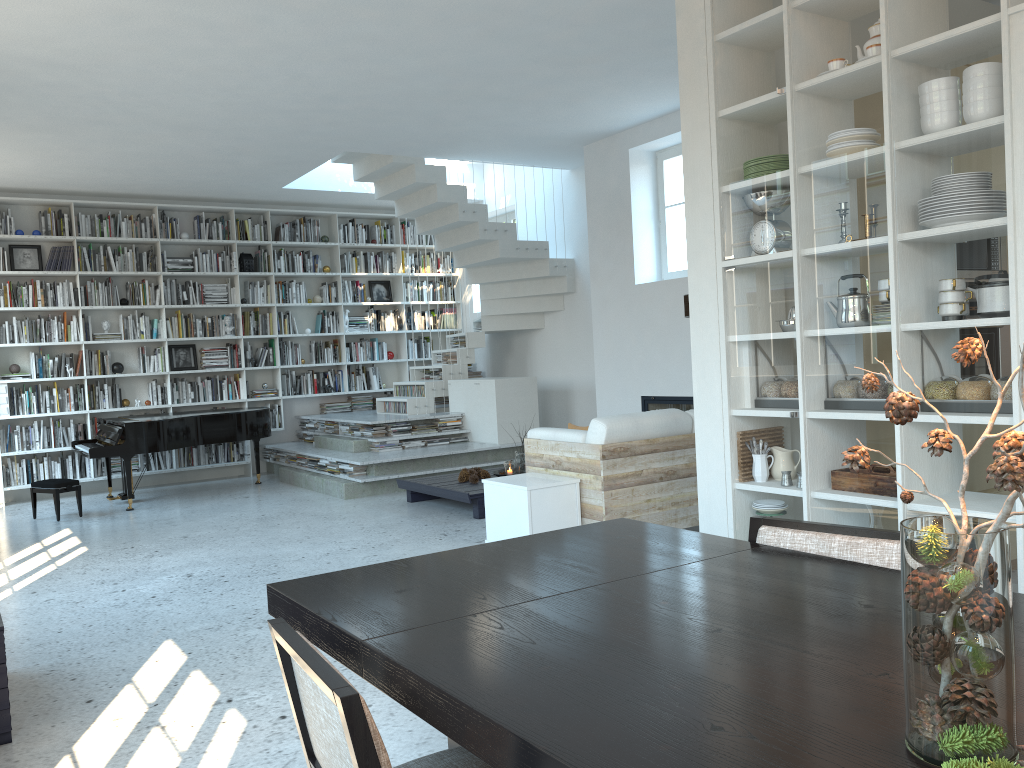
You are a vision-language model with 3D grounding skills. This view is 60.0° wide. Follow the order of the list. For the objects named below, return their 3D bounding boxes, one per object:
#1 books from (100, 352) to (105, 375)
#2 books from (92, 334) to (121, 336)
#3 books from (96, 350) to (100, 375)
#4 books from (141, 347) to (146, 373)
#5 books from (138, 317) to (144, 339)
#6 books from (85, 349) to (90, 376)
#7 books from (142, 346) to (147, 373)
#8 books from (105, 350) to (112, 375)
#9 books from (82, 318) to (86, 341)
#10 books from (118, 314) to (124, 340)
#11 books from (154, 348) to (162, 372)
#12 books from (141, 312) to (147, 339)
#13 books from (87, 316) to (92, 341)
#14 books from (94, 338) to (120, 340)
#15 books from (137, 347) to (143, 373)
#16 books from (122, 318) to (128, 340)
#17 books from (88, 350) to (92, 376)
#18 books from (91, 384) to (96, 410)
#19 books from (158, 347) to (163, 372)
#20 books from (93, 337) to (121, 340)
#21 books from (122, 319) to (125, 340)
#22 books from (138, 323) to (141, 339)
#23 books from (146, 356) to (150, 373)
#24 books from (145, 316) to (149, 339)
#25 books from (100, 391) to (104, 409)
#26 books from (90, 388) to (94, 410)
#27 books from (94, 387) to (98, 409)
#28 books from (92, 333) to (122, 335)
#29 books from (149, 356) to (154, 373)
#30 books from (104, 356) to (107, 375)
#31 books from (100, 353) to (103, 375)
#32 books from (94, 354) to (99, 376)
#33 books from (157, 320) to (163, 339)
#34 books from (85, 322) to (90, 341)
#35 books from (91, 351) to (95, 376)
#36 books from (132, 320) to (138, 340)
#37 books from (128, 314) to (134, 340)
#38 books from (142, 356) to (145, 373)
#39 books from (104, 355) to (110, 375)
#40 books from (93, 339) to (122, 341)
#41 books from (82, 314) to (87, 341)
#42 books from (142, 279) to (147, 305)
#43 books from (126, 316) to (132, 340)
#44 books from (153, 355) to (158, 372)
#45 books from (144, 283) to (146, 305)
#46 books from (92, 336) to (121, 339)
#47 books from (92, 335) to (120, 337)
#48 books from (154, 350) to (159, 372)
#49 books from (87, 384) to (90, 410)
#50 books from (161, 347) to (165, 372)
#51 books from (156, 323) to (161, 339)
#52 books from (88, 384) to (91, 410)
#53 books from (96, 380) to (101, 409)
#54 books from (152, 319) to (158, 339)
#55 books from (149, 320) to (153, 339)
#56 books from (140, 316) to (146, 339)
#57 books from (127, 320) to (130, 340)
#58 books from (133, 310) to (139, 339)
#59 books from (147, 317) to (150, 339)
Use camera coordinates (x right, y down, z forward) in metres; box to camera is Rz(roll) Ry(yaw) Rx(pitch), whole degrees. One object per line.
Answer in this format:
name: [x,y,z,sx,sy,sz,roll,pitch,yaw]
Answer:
books: [-4.474,-0.219,9.676,0.028,0.248,0.142,-5,3,-33]
books: [-4.433,-0.533,9.685,0.285,0.012,0.159,-4,2,-31]
books: [-4.490,-0.230,9.622,0.026,0.274,0.190,-5,3,-33]
books: [-4.115,-0.268,9.897,0.011,0.292,0.156,-5,3,-33]
books: [-4.131,-0.612,9.867,0.028,0.247,0.170,-5,3,-33]
books: [-4.595,-0.228,9.578,0.025,0.284,0.145,-5,3,-33]
books: [-4.104,-0.272,9.900,0.012,0.298,0.166,-5,3,-33]
books: [-4.414,-0.233,9.705,0.028,0.266,0.144,-5,3,-33]
books: [-4.627,-0.580,9.559,0.024,0.257,0.134,-5,3,-33]
books: [-4.300,-0.618,9.757,0.012,0.285,0.159,-5,3,-33]
books: [-3.980,-0.267,9.971,0.027,0.269,0.178,-5,3,-33]
books: [-4.105,-0.641,9.881,0.011,0.301,0.178,-5,3,-33]
books: [-4.572,-0.595,9.596,0.021,0.278,0.136,-5,3,-33]
books: [-4.433,-0.485,9.691,0.254,0.012,0.161,-4,2,-33]
books: [-4.142,-0.262,9.871,0.012,0.285,0.159,-5,3,-33]
books: [-4.271,-0.602,9.770,0.030,0.247,0.174,-5,3,-33]
books: [-4.576,-0.225,9.596,0.026,0.275,0.154,-5,3,-33]
books: [-4.535,0.141,9.604,0.012,0.272,0.181,-5,3,-33]
books: [-3.959,-0.272,9.973,0.011,0.279,0.187,-5,3,-33]
books: [-4.429,-0.497,9.683,0.254,0.012,0.161,-4,2,-37]
books: [-4.297,-0.593,9.775,0.010,0.232,0.154,-5,3,-33]
books: [-4.161,-0.582,9.869,0.025,0.189,0.140,-5,3,-33]
books: [-4.087,-0.216,9.919,0.030,0.183,0.154,-5,3,-33]
books: [-4.090,-0.622,9.892,0.023,0.260,0.170,-5,3,-33]
books: [-4.478,0.174,9.655,0.024,0.196,0.157,-5,3,-33]
books: [-4.556,0.159,9.600,0.030,0.239,0.157,-5,3,-33]
books: [-4.517,0.151,9.626,0.042,0.248,0.162,-5,3,-33]
books: [-4.431,-0.545,9.681,0.285,0.012,0.159,-4,2,-37]
books: [-4.043,-0.221,9.930,0.057,0.188,0.156,-5,3,-33]
books: [-4.446,-0.201,9.671,0.011,0.208,0.180,-5,3,-33]
books: [-4.483,-0.216,9.651,0.014,0.244,0.153,-5,3,-33]
books: [-4.521,-0.205,9.627,0.025,0.228,0.153,-5,3,-33]
books: [-3.964,-0.610,9.994,0.026,0.217,0.126,-5,3,-33]
books: [-4.596,-0.559,9.587,0.034,0.210,0.136,-5,3,-33]
books: [-4.546,-0.221,9.607,0.036,0.263,0.166,-5,3,-33]
books: [-4.198,-0.596,9.838,0.048,0.225,0.149,-5,3,-33]
books: [-4.216,-0.625,9.807,0.012,0.286,0.167,-5,3,-33]
books: [-4.122,-0.214,9.879,0.025,0.186,0.154,-5,3,-33]
books: [-4.428,-0.206,9.678,0.028,0.216,0.175,-5,3,-33]
books: [-4.430,-0.472,9.688,0.285,0.012,0.159,-4,2,-35]
books: [-4.623,-0.602,9.582,0.011,0.298,0.135,-5,3,-33]
books: [-4.101,-1.013,9.886,0.006,0.304,0.165,-5,3,-33]
books: [-4.237,-0.615,9.808,0.022,0.267,0.151,-5,3,-33]
books: [-4.011,-0.224,9.956,0.024,0.188,0.172,-5,3,-33]
books: [-4.104,-0.987,9.882,0.006,0.253,0.180,-5,3,-33]
books: [-4.428,-0.509,9.681,0.254,0.012,0.161,-5,2,-38]
books: [-4.431,-0.521,9.684,0.254,0.012,0.161,-4,2,-36]
books: [-3.992,-0.253,9.955,0.012,0.244,0.171,-5,3,-33]
books: [-4.594,0.143,9.591,0.013,0.276,0.147,-5,3,-33]
books: [-3.947,-0.275,9.984,0.021,0.282,0.162,-5,3,-33]
books: [-3.984,-0.591,9.979,0.027,0.181,0.142,-5,3,-33]
books: [-4.578,0.138,9.590,0.013,0.283,0.146,-5,3,-33]
books: [-4.495,0.117,9.638,0.014,0.313,0.166,-5,3,-33]
books: [-4.013,-0.611,9.939,0.060,0.227,0.179,-5,3,-33]
books: [-4.061,-0.604,9.935,0.026,0.219,0.150,-5,3,-33]
books: [-4.109,-0.623,9.868,0.012,0.265,0.193,-5,3,-33]
books: [-4.263,-0.593,9.809,0.024,0.227,0.137,-5,3,-33]
books: [-4.172,-0.651,9.844,0.010,0.330,0.173,-5,3,-33]
books: [-4.082,-0.621,9.921,0.022,0.256,0.152,-5,3,-33]
